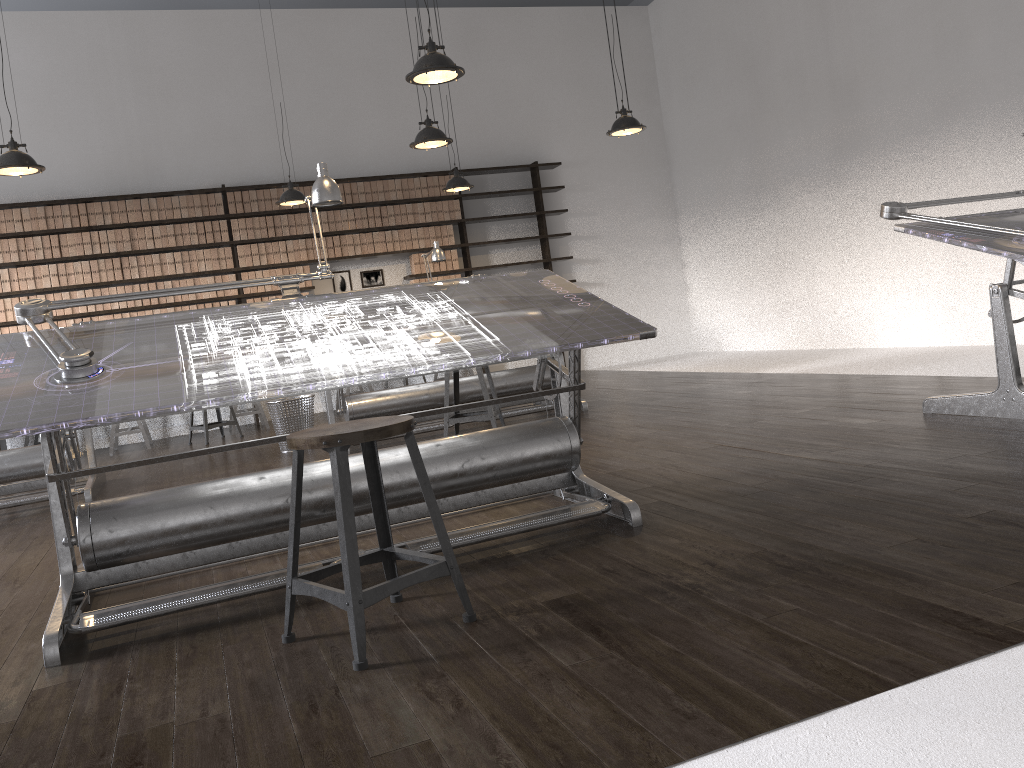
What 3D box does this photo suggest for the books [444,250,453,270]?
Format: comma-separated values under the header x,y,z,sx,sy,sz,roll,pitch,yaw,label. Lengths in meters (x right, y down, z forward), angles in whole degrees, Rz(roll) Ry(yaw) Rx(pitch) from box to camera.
x,y,z,sx,sy,sz,roll,pitch,yaw,label
-0.726,-1.360,9.833,0.067,0.225,0.174,-8,2,-20,books

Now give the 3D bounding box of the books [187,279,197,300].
x,y,z,sx,sy,sz,roll,pitch,yaw,label
-3.219,-0.938,8.899,0.067,0.225,0.174,-8,2,-20,books

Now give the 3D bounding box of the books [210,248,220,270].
x,y,z,sx,sy,sz,roll,pitch,yaw,label
-3.010,-1.253,8.984,0.067,0.225,0.174,-8,2,-20,books

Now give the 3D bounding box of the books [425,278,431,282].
x,y,z,sx,sy,sz,roll,pitch,yaw,label
-0.929,-1.048,9.750,0.067,0.225,0.174,-8,2,-20,books

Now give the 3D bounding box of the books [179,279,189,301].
x,y,z,sx,sy,sz,roll,pitch,yaw,label
-3.283,-0.928,8.881,0.067,0.225,0.174,-8,2,-20,books

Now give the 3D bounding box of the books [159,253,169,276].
x,y,z,sx,sy,sz,roll,pitch,yaw,label
-3.462,-1.179,8.822,0.067,0.225,0.174,-8,2,-20,books

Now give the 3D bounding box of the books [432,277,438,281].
x,y,z,sx,sy,sz,roll,pitch,yaw,label
-0.863,-1.059,9.770,0.067,0.225,0.174,-8,2,-20,books

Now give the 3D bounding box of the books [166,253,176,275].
x,y,z,sx,sy,sz,roll,pitch,yaw,label
-3.403,-1.188,8.842,0.067,0.225,0.174,-8,2,-20,books

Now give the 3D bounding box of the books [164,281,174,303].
x,y,z,sx,sy,sz,roll,pitch,yaw,label
-3.414,-0.906,8.829,0.067,0.225,0.174,-8,2,-20,books

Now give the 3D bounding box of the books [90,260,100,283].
x,y,z,sx,sy,sz,roll,pitch,yaw,label
-4.040,-1.082,8.602,0.067,0.225,0.174,-8,2,-20,books

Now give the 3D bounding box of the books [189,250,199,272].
x,y,z,sx,sy,sz,roll,pitch,yaw,label
-3.207,-1.221,8.919,0.067,0.225,0.174,-8,2,-20,books

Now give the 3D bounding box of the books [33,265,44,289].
x,y,z,sx,sy,sz,roll,pitch,yaw,label
-4.497,-1.006,8.437,0.067,0.225,0.174,-8,2,-20,books

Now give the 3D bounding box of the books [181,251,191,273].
x,y,z,sx,sy,sz,roll,pitch,yaw,label
-3.271,-1.210,8.893,0.067,0.225,0.174,-8,2,-20,books

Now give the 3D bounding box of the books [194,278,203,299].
x,y,z,sx,sy,sz,roll,pitch,yaw,label
-3.158,-0.949,8.927,0.067,0.225,0.174,-8,2,-20,books

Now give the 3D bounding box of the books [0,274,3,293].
x,y,z,sx,sy,sz,roll,pitch,yaw,label
-4.820,-0.952,8.319,0.067,0.225,0.174,-8,2,-20,books

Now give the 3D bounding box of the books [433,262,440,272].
x,y,z,sx,sy,sz,roll,pitch,yaw,label
-0.864,-1.337,9.782,0.067,0.225,0.174,-8,2,-20,books

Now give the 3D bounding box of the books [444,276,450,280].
x,y,z,sx,sy,sz,roll,pitch,yaw,label
-0.733,-1.080,9.815,0.067,0.225,0.174,-8,2,-20,books

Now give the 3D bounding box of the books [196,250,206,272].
x,y,z,sx,sy,sz,roll,pitch,yaw,label
-3.141,-1.232,8.940,0.067,0.225,0.174,-8,2,-20,books

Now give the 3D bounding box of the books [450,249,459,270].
x,y,z,sx,sy,sz,roll,pitch,yaw,label
-0.655,-1.372,9.857,0.067,0.225,0.174,-8,2,-20,books

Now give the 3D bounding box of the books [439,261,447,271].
x,y,z,sx,sy,sz,roll,pitch,yaw,label
-0.793,-1.349,9.802,0.067,0.225,0.174,-8,2,-20,books

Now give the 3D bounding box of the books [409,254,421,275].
x,y,z,sx,sy,sz,roll,pitch,yaw,label
-1.062,-1.304,9.708,0.067,0.225,0.174,-8,2,-20,books

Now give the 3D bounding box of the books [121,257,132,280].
x,y,z,sx,sy,sz,roll,pitch,yaw,label
-3.784,-1.125,8.704,0.067,0.225,0.174,-8,2,-20,books

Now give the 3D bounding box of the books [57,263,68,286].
x,y,z,sx,sy,sz,roll,pitch,yaw,label
-4.306,-1.038,8.509,0.067,0.225,0.174,-8,2,-20,books

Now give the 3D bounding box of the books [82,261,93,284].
x,y,z,sx,sy,sz,roll,pitch,yaw,label
-4.107,-1.070,8.577,0.067,0.225,0.174,-8,2,-20,books

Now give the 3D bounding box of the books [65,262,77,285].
x,y,z,sx,sy,sz,roll,pitch,yaw,label
-4.242,-1.049,8.534,0.067,0.225,0.174,-8,2,-20,books

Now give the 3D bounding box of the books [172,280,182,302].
x,y,z,sx,sy,sz,roll,pitch,yaw,label
-3.349,-0.917,8.857,0.067,0.225,0.174,-8,2,-20,books

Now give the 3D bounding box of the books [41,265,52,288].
x,y,z,sx,sy,sz,roll,pitch,yaw,label
-4.438,-1.015,8.457,0.067,0.225,0.174,-8,2,-20,books

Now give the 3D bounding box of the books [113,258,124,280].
x,y,z,sx,sy,sz,roll,pitch,yaw,label
-3.852,-1.113,8.673,0.067,0.225,0.174,-8,2,-20,books

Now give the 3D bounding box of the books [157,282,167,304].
x,y,z,sx,sy,sz,roll,pitch,yaw,label
-3.481,-0.895,8.809,0.067,0.225,0.174,-8,2,-20,books

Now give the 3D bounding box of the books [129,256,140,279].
x,y,z,sx,sy,sz,roll,pitch,yaw,label
-3.717,-1.136,8.724,0.067,0.225,0.174,-8,2,-20,books

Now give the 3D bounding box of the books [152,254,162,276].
x,y,z,sx,sy,sz,roll,pitch,yaw,label
-3.522,-1.168,8.795,0.067,0.225,0.174,-8,2,-20,books

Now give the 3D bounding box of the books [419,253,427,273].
x,y,z,sx,sy,sz,roll,pitch,yaw,label
-0.996,-1.315,9.732,0.067,0.225,0.174,-8,2,-20,books

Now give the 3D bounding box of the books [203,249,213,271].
x,y,z,sx,sy,sz,roll,pitch,yaw,label
-3.072,-1.243,8.962,0.067,0.225,0.174,-8,2,-20,books

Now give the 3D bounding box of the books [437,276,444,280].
x,y,z,sx,sy,sz,roll,pitch,yaw,label
-0.794,-1.070,9.792,0.067,0.225,0.174,-8,2,-20,books

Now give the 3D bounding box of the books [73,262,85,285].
x,y,z,sx,sy,sz,roll,pitch,yaw,label
-4.176,-1.059,8.555,0.067,0.225,0.174,-8,2,-20,books

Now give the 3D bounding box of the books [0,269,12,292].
x,y,z,sx,sy,sz,roll,pitch,yaw,label
-4.752,-0.963,8.339,0.067,0.225,0.174,-8,2,-20,books

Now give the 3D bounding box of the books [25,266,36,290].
x,y,z,sx,sy,sz,roll,pitch,yaw,label
-4.557,-0.995,8.410,0.067,0.225,0.174,-8,2,-20,books

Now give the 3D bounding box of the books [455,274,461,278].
x,y,z,sx,sy,sz,roll,pitch,yaw,label
-0.611,-1.101,9.866,0.067,0.225,0.174,-8,2,-20,books

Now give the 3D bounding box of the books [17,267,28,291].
x,y,z,sx,sy,sz,roll,pitch,yaw,label
-4.622,-0.985,8.392,0.067,0.225,0.174,-8,2,-20,books

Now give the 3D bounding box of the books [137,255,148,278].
x,y,z,sx,sy,sz,roll,pitch,yaw,label
-3.652,-1.147,8.752,0.067,0.225,0.174,-8,2,-20,books

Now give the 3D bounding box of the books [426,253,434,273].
x,y,z,sx,sy,sz,roll,pitch,yaw,label
-0.929,-1.326,9.753,0.067,0.225,0.174,-8,2,-20,books

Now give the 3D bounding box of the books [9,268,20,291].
x,y,z,sx,sy,sz,roll,pitch,yaw,label
-4.688,-0.974,8.368,0.067,0.225,0.174,-8,2,-20,books

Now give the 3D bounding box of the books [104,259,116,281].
x,y,z,sx,sy,sz,roll,pitch,yaw,label
-3.923,-1.102,8.652,0.067,0.225,0.174,-8,2,-20,books

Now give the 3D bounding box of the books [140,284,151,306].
x,y,z,sx,sy,sz,roll,pitch,yaw,label
-3.620,-0.872,8.757,0.067,0.225,0.174,-8,2,-20,books

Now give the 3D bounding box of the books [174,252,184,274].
x,y,z,sx,sy,sz,roll,pitch,yaw,label
-3.335,-1.199,8.865,0.067,0.225,0.174,-8,2,-20,books

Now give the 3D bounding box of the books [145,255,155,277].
x,y,z,sx,sy,sz,roll,pitch,yaw,label
-3.587,-1.158,8.777,0.067,0.225,0.174,-8,2,-20,books

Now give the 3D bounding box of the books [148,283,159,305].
x,y,z,sx,sy,sz,roll,pitch,yaw,label
-3.549,-0.883,8.777,0.067,0.225,0.174,-8,2,-20,books

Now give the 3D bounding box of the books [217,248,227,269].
x,y,z,sx,sy,sz,roll,pitch,yaw,label
-2.953,-1.263,9.010,0.067,0.225,0.174,-8,2,-20,books

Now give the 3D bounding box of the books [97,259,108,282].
x,y,z,sx,sy,sz,roll,pitch,yaw,label
-3.983,-1.092,8.628,0.067,0.225,0.174,-8,2,-20,books

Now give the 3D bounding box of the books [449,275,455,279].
x,y,z,sx,sy,sz,roll,pitch,yaw,label
-0.676,-1.090,9.841,0.067,0.225,0.174,-8,2,-20,books

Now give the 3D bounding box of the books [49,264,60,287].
x,y,z,sx,sy,sz,roll,pitch,yaw,label
-4.370,-1.027,8.481,0.067,0.225,0.174,-8,2,-20,books
